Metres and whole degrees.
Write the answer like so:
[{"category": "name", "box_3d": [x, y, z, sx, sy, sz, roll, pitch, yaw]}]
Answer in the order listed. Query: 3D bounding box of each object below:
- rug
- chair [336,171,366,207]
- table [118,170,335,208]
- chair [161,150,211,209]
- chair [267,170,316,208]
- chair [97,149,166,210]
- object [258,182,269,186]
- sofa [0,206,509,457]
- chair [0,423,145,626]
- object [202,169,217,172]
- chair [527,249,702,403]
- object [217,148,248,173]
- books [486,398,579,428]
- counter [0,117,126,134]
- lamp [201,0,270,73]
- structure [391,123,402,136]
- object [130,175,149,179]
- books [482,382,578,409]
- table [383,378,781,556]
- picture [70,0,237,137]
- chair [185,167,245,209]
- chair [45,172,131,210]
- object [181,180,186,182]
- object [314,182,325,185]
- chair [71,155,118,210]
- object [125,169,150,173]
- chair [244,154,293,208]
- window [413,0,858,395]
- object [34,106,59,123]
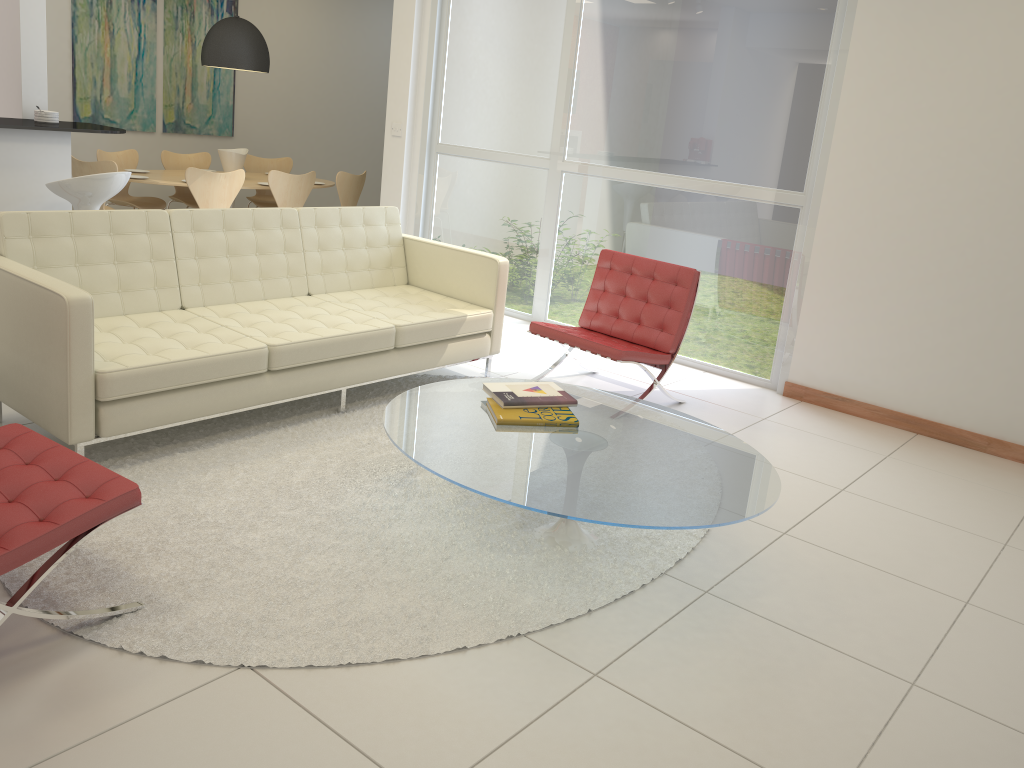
[{"category": "rug", "box_3d": [-0.417, 0.374, 3.901, 2.464, 0.004, 3.347, 19, 21, 37]}, {"category": "chair", "box_3d": [-1.719, -1.623, 8.548, 0.518, 0.894, 0.526, 12, 15, 20]}, {"category": "table", "box_3d": [-2.662, -1.568, 8.328, 1.290, 0.719, 2.275, 18, 20, 36]}, {"category": "chair", "box_3d": [-3.075, -1.773, 8.565, 0.520, 0.894, 0.524, 19, 19, 40]}, {"category": "chair", "box_3d": [-2.095, -1.485, 7.956, 0.520, 0.894, 0.524, 17, 18, 36]}, {"category": "chair", "box_3d": [-3.421, -1.640, 8.002, 0.517, 0.894, 0.527, 10, 15, 16]}, {"category": "object", "box_3d": [-2.187, -1.798, 7.983, 0.210, 0.015, 0.213, 4, 17, -6]}, {"category": "sofa", "box_3d": [-1.215, -0.390, 4.568, 1.009, 0.910, 2.581, 18, 20, 36]}, {"category": "chair", "box_3d": [-1.545, 0.270, 2.461, 0.705, 0.806, 0.711, 16, 18, 31]}, {"category": "object", "box_3d": [-2.980, -2.069, 8.601, 0.210, 0.015, 0.213, -5, 20, -33]}, {"category": "chair", "box_3d": [0.586, -0.323, 5.182, 0.707, 0.806, 0.710, 20, 20, 41]}, {"category": "object", "box_3d": [-2.591, -2.045, 8.209, 0.271, 0.276, 0.265, 2, 16, -16]}, {"category": "books", "box_3d": [0.077, 0.113, 3.513, 0.323, 0.026, 0.259, 2, 17, -12]}, {"category": "counter", "box_3d": [-3.513, -1.418, 4.630, 0.741, 0.019, 2.983, 18, 21, 35]}, {"category": "lamp", "box_3d": [-2.427, -3.561, 7.845, 0.599, 1.473, 0.597, 18, 18, 38]}, {"category": "structure", "box_3d": [-0.969, -2.136, 7.430, 0.115, 0.103, 0.013, 18, 18, 36]}, {"category": "object", "box_3d": [-3.159, -1.732, 7.421, 0.210, 0.015, 0.213, -3, 19, -29]}, {"category": "books", "box_3d": [0.071, 0.045, 3.647, 0.323, 0.026, 0.259, -1, 18, -22]}, {"category": "table", "box_3d": [0.213, 0.394, 3.369, 1.549, 0.399, 1.329, 18, 20, 35]}, {"category": "picture", "box_3d": [-3.504, -3.267, 8.798, 0.020, 1.486, 1.749, 16, 18, 36]}, {"category": "chair", "box_3d": [-2.568, -1.374, 7.421, 0.523, 0.894, 0.521, -8, 20, -43]}, {"category": "chair", "box_3d": [-2.487, -0.757, 5.197, 0.467, 1.007, 0.461, 12, 15, 23]}, {"category": "object", "box_3d": [-2.705, -1.721, 7.544, 0.210, 0.015, 0.213, -2, 18, -25]}, {"category": "object", "box_3d": [-1.911, -1.938, 8.546, 0.210, 0.015, 0.213, 7, 17, 2]}, {"category": "chair", "box_3d": [-3.277, -1.391, 7.226, 0.523, 0.894, 0.521, 12, 16, 21]}, {"category": "object", "box_3d": [-3.350, -1.900, 7.910, 0.210, 0.015, 0.213, -3, 19, -29]}, {"category": "chair", "box_3d": [-2.488, -1.869, 9.094, 0.521, 0.894, 0.522, -1, 16, -27]}, {"category": "window", "box_3d": [0.601, -1.670, 6.412, 3.461, 2.677, 0.122, 18, 18, 36]}, {"category": "object", "box_3d": [-2.962, -1.712, 5.602, 0.141, 0.096, 0.175, 15, 18, 29]}]
